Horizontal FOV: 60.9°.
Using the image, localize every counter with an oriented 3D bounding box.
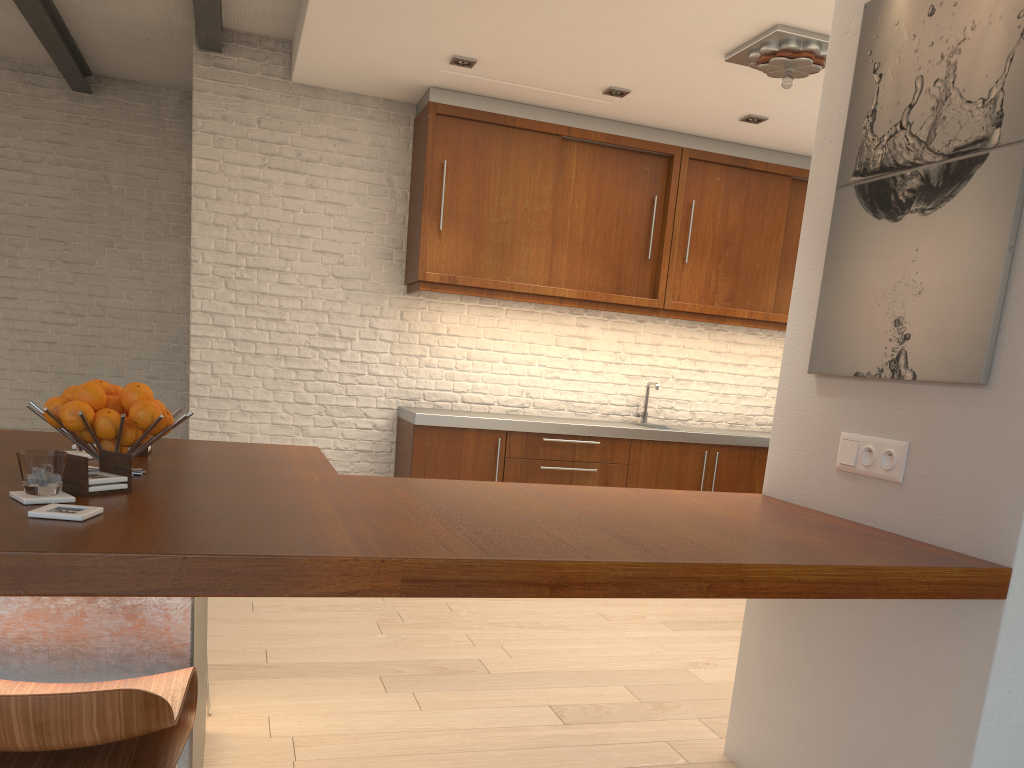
[{"bbox_3d":[1.329,0.400,4.789,3.342,0.071,3.438,5,1,-18],"label":"counter"},{"bbox_3d":[-0.363,0.736,2.432,2.503,0.943,1.644,4,4,-18],"label":"counter"}]

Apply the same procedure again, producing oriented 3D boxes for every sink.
[{"bbox_3d":[1.271,0.231,6.219,0.860,0.440,0.503,4,6,-18],"label":"sink"}]

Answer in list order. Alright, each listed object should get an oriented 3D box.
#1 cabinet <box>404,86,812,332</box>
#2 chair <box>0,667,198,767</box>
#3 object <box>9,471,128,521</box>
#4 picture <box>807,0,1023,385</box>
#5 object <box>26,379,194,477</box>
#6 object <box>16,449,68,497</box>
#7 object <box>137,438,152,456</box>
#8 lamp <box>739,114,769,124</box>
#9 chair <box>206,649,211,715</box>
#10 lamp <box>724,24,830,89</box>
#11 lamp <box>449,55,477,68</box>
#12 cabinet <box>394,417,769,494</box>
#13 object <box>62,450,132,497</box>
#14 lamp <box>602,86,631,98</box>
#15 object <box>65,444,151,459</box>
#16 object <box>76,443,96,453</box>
[{"bbox_3d":[0.994,-1.045,5.934,3.351,1.199,0.446,4,10,-18],"label":"cabinet"},{"bbox_3d":[-0.744,0.803,1.438,0.406,0.795,0.409,2,10,-17],"label":"chair"},{"bbox_3d":[-0.898,0.216,1.736,0.198,0.035,0.386,5,2,-14],"label":"object"},{"bbox_3d":[1.033,-0.523,2.206,0.020,1.041,0.635,1,9,-18],"label":"picture"},{"bbox_3d":[-0.963,0.106,2.108,0.360,0.227,0.361,8,5,38],"label":"object"},{"bbox_3d":[-0.927,0.176,1.722,0.091,0.087,0.089,5,6,-3],"label":"object"},{"bbox_3d":[-1.087,0.157,2.494,0.094,0.084,0.111,3,5,-18],"label":"object"},{"bbox_3d":[1.439,-1.593,5.180,0.124,0.056,0.121,4,3,-18],"label":"lamp"},{"bbox_3d":[-1.245,0.720,3.023,0.406,0.795,0.409,2,10,-17],"label":"chair"},{"bbox_3d":[1.302,-1.480,4.099,0.451,0.174,0.439,4,3,-18],"label":"lamp"},{"bbox_3d":[-0.258,-1.732,4.635,0.124,0.056,0.121,4,3,-18],"label":"lamp"},{"bbox_3d":[1.642,-0.117,5.049,4.707,2.903,2.248,8,8,36],"label":"cabinet"},{"bbox_3d":[-0.894,0.189,1.864,0.093,0.084,0.113,8,6,27],"label":"object"},{"bbox_3d":[0.591,-1.663,4.908,0.124,0.056,0.121,4,3,-18],"label":"lamp"},{"bbox_3d":[-1.130,0.178,2.444,0.206,0.035,0.280,5,2,-17],"label":"object"},{"bbox_3d":[-1.140,0.142,2.355,0.091,0.087,0.089,3,7,-21],"label":"object"}]
